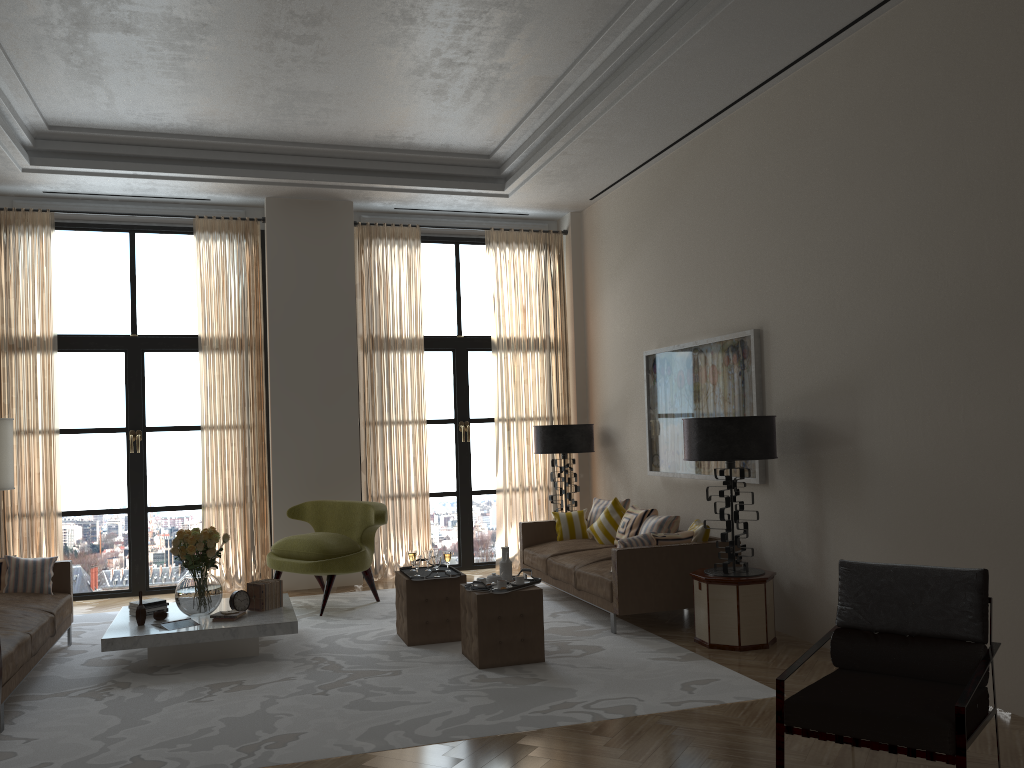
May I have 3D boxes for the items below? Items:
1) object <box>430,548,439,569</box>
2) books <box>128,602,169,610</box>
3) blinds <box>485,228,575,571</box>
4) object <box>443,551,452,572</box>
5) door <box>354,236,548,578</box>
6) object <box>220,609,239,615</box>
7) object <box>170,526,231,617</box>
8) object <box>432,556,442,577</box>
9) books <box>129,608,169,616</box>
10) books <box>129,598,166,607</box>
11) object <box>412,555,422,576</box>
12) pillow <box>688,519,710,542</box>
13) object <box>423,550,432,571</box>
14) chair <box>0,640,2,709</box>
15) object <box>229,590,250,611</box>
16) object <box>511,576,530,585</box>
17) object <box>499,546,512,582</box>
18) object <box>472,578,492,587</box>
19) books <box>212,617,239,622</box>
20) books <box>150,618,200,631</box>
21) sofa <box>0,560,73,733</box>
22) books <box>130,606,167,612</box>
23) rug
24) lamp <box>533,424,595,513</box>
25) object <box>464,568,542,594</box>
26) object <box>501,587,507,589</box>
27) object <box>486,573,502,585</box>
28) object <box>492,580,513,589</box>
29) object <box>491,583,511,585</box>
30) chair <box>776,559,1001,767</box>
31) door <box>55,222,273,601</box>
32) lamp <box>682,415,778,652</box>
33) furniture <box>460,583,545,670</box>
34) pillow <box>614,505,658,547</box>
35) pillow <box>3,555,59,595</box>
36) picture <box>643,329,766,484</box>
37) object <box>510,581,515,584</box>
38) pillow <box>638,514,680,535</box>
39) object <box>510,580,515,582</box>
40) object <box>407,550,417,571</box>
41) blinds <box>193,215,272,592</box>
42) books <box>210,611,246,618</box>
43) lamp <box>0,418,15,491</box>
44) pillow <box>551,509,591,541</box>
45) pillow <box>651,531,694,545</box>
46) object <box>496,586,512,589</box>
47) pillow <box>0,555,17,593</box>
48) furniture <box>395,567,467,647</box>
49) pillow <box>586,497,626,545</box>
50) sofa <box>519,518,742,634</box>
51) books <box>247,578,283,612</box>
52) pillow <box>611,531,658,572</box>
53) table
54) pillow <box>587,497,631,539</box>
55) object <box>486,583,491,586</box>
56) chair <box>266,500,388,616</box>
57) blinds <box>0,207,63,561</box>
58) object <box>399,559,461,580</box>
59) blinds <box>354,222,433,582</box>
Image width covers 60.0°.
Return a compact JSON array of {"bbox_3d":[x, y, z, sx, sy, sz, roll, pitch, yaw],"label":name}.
[{"bbox_3d":[-0.767,1.730,8.784,0.098,0.191,0.098,-3,-2,30],"label":"object"},{"bbox_3d":[-3.413,2.080,8.325,0.230,0.024,0.280,-4,-4,37],"label":"books"},{"bbox_3d":[0.268,0.235,12.705,1.242,4.870,0.419,-1,-2,-16],"label":"blinds"},{"bbox_3d":[-0.621,1.714,8.560,0.098,0.191,0.098,-2,-2,8],"label":"object"},{"bbox_3d":[-0.703,0.273,12.635,3.085,4.764,0.240,-1,-2,-18],"label":"door"},{"bbox_3d":[-2.549,2.059,8.007,0.139,0.019,0.137,0,-4,-33],"label":"object"},{"bbox_3d":[-2.874,1.738,8.211,0.539,0.821,0.627,-1,-2,-22],"label":"object"},{"bbox_3d":[-0.697,1.699,8.241,0.098,0.191,0.098,-1,-2,-18],"label":"object"},{"bbox_3d":[-3.410,2.135,8.323,0.207,0.035,0.280,-4,-4,39],"label":"books"},{"bbox_3d":[-3.417,2.052,8.316,0.207,0.030,0.260,-4,-4,39],"label":"books"},{"bbox_3d":[-0.895,1.710,8.342,0.098,0.191,0.098,-2,-2,8],"label":"object"},{"bbox_3d":[1.837,1.631,8.951,0.296,0.475,0.516,-2,-2,4],"label":"pillow"},{"bbox_3d":[-0.822,1.725,8.653,0.098,0.191,0.098,-1,-2,-18],"label":"object"},{"bbox_3d":[-1.948,1.394,2.496,0.877,1.504,0.657,-1,-2,-18],"label":"chair"},{"bbox_3d":[-2.532,2.024,8.254,0.082,0.209,0.205,-3,-2,34],"label":"object"},{"bbox_3d":[0.069,1.702,7.691,0.176,0.067,0.176,-1,-3,-19],"label":"object"},{"bbox_3d":[-0.058,1.595,7.846,0.113,0.305,0.125,-2,-2,19],"label":"object"},{"bbox_3d":[-0.259,1.691,7.561,0.176,0.067,0.176,1,-4,-42],"label":"object"},{"bbox_3d":[-2.568,2.104,7.992,0.197,0.024,0.256,-2,-3,0],"label":"books"},{"bbox_3d":[-2.959,2.099,7.790,0.281,0.038,0.384,1,-4,-45],"label":"books"},{"bbox_3d":[-4.521,2.069,7.156,1.351,0.819,2.983,-1,-3,-18],"label":"sofa"},{"bbox_3d":[-3.411,2.104,8.312,0.207,0.024,0.262,-4,-4,35],"label":"books"},{"bbox_3d":[-1.526,2.405,8.246,5.517,0.065,5.738,-1,-3,-17],"label":"rug"},{"bbox_3d":[0.730,1.563,12.036,0.829,2.017,0.830,-1,-2,-13],"label":"lamp"},{"bbox_3d":[-0.074,1.696,7.657,0.441,0.101,0.721,-4,-4,36],"label":"object"},{"bbox_3d":[-0.070,1.708,7.384,0.053,0.025,0.049,-1,-3,-16],"label":"object"},{"bbox_3d":[-0.157,1.691,7.718,0.176,0.105,0.136,-1,-3,-21],"label":"object"},{"bbox_3d":[-0.084,1.693,7.484,0.176,0.067,0.176,-1,-3,-16],"label":"object"},{"bbox_3d":[-0.097,1.708,7.583,0.186,0.026,0.041,-1,-3,-10],"label":"object"},{"bbox_3d":[2.002,1.570,4.655,0.878,1.134,1.134,-3,-3,37],"label":"chair"},{"bbox_3d":[-4.798,0.329,11.344,3.257,4.764,0.240,-1,-2,-17],"label":"door"},{"bbox_3d":[1.992,1.307,8.000,0.829,2.017,0.830,-1,-2,-17],"label":"lamp"},{"bbox_3d":[-0.091,2.054,7.641,0.613,0.615,0.614,-1,-2,-18],"label":"furniture"},{"bbox_3d":[1.413,1.678,10.128,0.403,0.547,0.618,-1,-2,-14],"label":"pillow"},{"bbox_3d":[-4.559,1.825,8.383,0.498,0.427,0.327,0,-2,-30],"label":"pillow"},{"bbox_3d":[2.000,0.282,9.535,0.080,1.479,2.269,-1,-3,-19],"label":"picture"},{"bbox_3d":[0.032,1.727,7.746,0.041,0.015,0.187,-3,-3,24],"label":"object"},{"bbox_3d":[1.586,1.718,9.781,0.371,0.565,0.660,-1,-3,-22],"label":"pillow"},{"bbox_3d":[0.001,1.728,7.764,0.049,0.025,0.053,-4,-4,39],"label":"object"},{"bbox_3d":[-0.976,1.731,8.680,0.098,0.191,0.098,-1,-2,-35],"label":"object"},{"bbox_3d":[-3.618,0.288,11.480,0.873,4.870,0.418,-1,-1,-15],"label":"blinds"},{"bbox_3d":[-2.558,2.080,7.996,0.255,0.026,0.202,-2,-3,7],"label":"books"},{"bbox_3d":[-5.718,1.502,9.428,0.768,2.253,0.767,-3,-2,36],"label":"lamp"},{"bbox_3d":[0.753,1.789,11.087,0.482,0.432,0.318,-1,-2,-8],"label":"pillow"},{"bbox_3d":[1.547,1.662,8.765,0.464,0.411,0.304,-1,-2,-19],"label":"pillow"},{"bbox_3d":[-0.084,1.712,7.417,0.187,0.015,0.041,0,-3,-31],"label":"object"},{"bbox_3d":[-4.918,1.835,8.307,0.464,0.411,0.304,-1,-2,-19],"label":"pillow"},{"bbox_3d":[-0.778,2.121,8.505,0.613,0.615,0.614,-1,-2,-18],"label":"furniture"},{"bbox_3d":[1.218,1.674,10.663,0.767,0.616,0.355,-3,-2,26],"label":"pillow"},{"bbox_3d":[1.168,2.043,9.901,1.351,0.819,2.983,-1,-3,-18],"label":"sofa"},{"bbox_3d":[-2.348,2.001,8.422,0.211,0.264,0.282,-3,-3,33],"label":"books"},{"bbox_3d":[1.187,1.666,8.690,0.498,0.427,0.327,0,-2,-30],"label":"pillow"},{"bbox_3d":[-2.855,2.309,8.259,1.583,0.343,1.502,-1,-3,-17],"label":"table"},{"bbox_3d":[1.174,1.713,11.065,0.355,0.576,0.624,0,-3,-39],"label":"pillow"},{"bbox_3d":[-0.207,1.706,7.519,0.052,0.027,0.080,-3,-3,30],"label":"object"},{"bbox_3d":[-2.238,2.001,10.335,1.792,1.212,1.029,-4,-3,40],"label":"chair"},{"bbox_3d":[-5.900,0.325,10.762,0.780,4.883,0.420,-1,-2,-15],"label":"blinds"},{"bbox_3d":[-0.792,1.775,8.508,0.491,0.092,0.803,-1,-3,-18],"label":"object"},{"bbox_3d":[-1.617,0.261,12.112,0.959,4.870,0.419,-1,-2,-15],"label":"blinds"}]
